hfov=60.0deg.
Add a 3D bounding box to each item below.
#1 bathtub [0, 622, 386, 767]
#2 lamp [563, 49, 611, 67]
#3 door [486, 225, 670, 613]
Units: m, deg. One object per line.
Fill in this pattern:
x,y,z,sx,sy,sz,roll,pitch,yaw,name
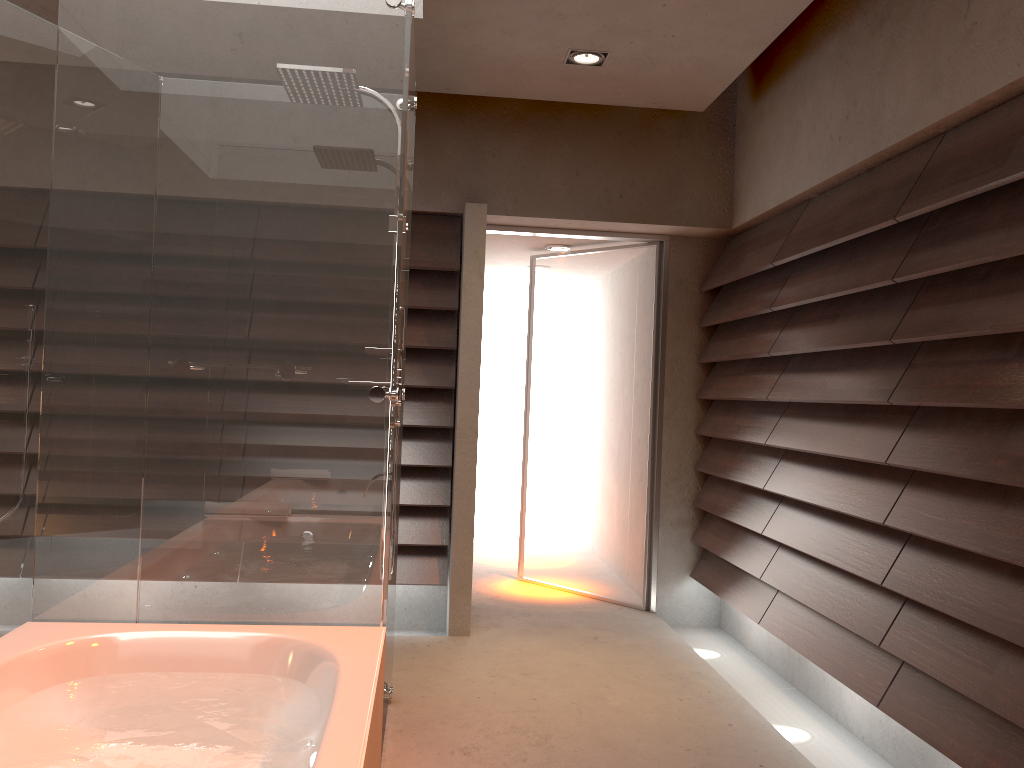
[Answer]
-0.639,0.734,1.296,0.994,0.761,2.000,2,-1,-6,bathtub
0.304,-1.345,3.603,0.170,0.051,0.165,2,-1,-6,lamp
0.261,0.192,5.032,1.007,2.000,0.779,2,-1,-6,door
